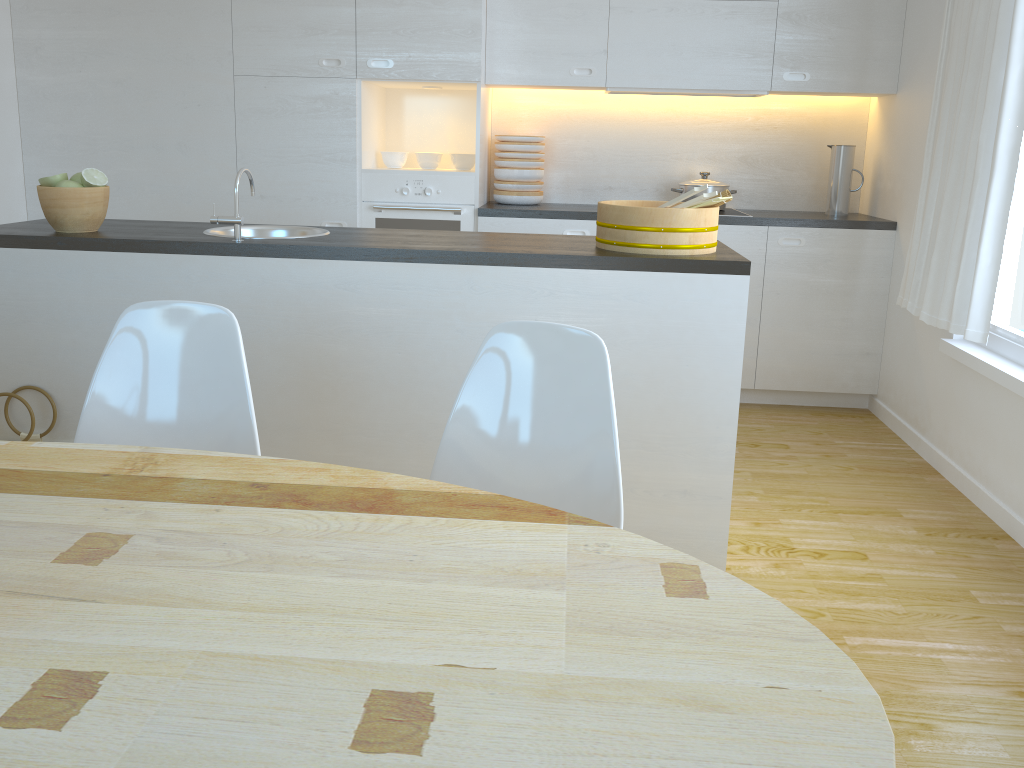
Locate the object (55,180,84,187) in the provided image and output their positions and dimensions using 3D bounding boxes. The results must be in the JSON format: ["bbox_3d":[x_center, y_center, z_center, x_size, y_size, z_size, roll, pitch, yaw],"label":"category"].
[{"bbox_3d":[-1.366,-0.590,2.744,0.098,0.084,0.082,-7,16,-31],"label":"object"}]

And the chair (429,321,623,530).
[{"bbox_3d":[-0.043,0.367,1.672,0.431,0.890,0.528,7,14,23],"label":"chair"}]

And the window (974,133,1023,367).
[{"bbox_3d":[1.798,-0.747,2.009,0.088,1.893,2.764,2,14,4],"label":"window"}]

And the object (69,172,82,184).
[{"bbox_3d":[-1.360,-0.625,2.821,0.102,0.097,0.087,8,15,24],"label":"object"}]

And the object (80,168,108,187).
[{"bbox_3d":[-1.306,-0.638,2.763,0.074,0.071,0.078,9,15,28],"label":"object"}]

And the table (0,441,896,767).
[{"bbox_3d":[-0.736,0.611,1.023,2.190,0.716,1.210,2,14,2],"label":"table"}]

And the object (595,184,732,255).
[{"bbox_3d":[0.476,-0.527,2.756,0.431,0.211,0.382,10,17,31],"label":"object"}]

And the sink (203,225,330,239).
[{"bbox_3d":[-0.811,-0.432,2.946,0.406,0.155,0.407,-12,20,-43],"label":"sink"}]

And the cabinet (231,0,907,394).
[{"bbox_3d":[0.258,-1.194,4.476,3.201,2.272,0.487,3,12,4],"label":"cabinet"}]

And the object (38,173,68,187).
[{"bbox_3d":[-1.435,-0.628,2.771,0.084,0.064,0.087,6,14,15],"label":"object"}]

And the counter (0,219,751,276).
[{"bbox_3d":[-0.498,-0.460,2.881,2.400,0.039,0.609,3,15,4],"label":"counter"}]

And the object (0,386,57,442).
[{"bbox_3d":[-1.354,0.381,2.264,0.471,0.495,1.205,-3,15,-18],"label":"object"}]

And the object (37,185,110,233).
[{"bbox_3d":[-1.376,-0.553,2.789,0.206,0.140,0.207,-8,17,-34],"label":"object"}]

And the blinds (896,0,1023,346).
[{"bbox_3d":[1.705,-1.284,3.303,0.150,2.132,0.805,2,12,3],"label":"blinds"}]

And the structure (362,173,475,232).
[{"bbox_3d":[-0.469,-0.735,4.391,0.561,0.588,0.050,3,12,4],"label":"structure"}]

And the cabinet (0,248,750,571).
[{"bbox_3d":[-0.511,-0.001,2.977,2.400,0.899,0.608,3,13,4],"label":"cabinet"}]

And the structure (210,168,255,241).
[{"bbox_3d":[-0.848,-0.554,2.707,0.097,0.212,0.164,2,13,4],"label":"structure"}]

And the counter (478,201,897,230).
[{"bbox_3d":[0.851,-0.874,4.562,2.000,0.039,0.608,3,15,4],"label":"counter"}]

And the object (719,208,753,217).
[{"bbox_3d":[0.856,-0.891,4.562,0.654,0.013,0.569,3,15,4],"label":"object"}]
